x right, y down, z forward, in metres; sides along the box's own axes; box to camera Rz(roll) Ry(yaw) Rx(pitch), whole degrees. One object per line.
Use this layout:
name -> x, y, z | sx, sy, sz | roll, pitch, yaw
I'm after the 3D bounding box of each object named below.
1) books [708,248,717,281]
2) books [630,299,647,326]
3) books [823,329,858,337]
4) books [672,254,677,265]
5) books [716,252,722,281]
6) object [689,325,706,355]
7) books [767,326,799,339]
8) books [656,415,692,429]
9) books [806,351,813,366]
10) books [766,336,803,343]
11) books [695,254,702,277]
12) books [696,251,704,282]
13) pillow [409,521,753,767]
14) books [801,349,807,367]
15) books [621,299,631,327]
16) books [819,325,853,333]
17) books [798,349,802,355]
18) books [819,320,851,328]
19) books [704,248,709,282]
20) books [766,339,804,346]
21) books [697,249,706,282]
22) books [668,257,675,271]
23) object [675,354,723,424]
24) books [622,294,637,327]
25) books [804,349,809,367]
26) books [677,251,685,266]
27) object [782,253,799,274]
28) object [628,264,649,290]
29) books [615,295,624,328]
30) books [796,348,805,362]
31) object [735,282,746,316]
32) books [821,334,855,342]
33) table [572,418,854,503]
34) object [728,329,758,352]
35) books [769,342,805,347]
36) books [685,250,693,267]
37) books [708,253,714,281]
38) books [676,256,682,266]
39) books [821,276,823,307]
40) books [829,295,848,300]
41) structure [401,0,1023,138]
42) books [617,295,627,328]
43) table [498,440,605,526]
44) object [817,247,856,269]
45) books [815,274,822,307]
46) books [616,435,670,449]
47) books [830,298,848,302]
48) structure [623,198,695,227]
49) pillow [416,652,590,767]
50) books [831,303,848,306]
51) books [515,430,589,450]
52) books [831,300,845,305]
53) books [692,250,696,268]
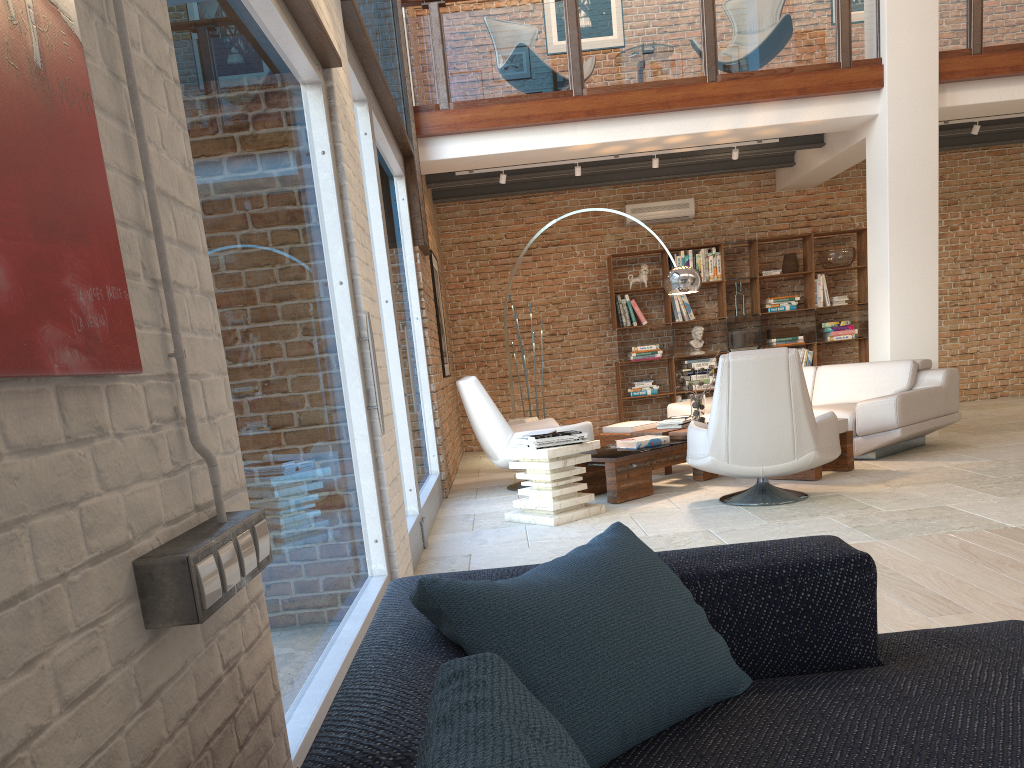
books -> 2.401, -1.419, 10.435 | 0.036, 0.393, 0.237 | -6, 9, -1
books -> 1.514, -0.862, 10.552 | 0.195, 0.327, 0.248 | -6, 8, 0
books -> 3.996, -0.619, 10.624 | 0.326, 0.057, 0.250 | -6, 2, -5
books -> 1.943, -1.358, 10.448 | 0.021, 0.368, 0.264 | -6, 8, -1
books -> 2.453, -1.397, 10.457 | 0.055, 0.338, 0.248 | -6, 8, -1
object -> 2.249, -0.532, 10.602 | 0.197, 0.359, 0.187 | -3, 10, 15
books -> 3.295, -0.620, 10.603 | 0.335, 0.122, 0.208 | -6, 4, 0
books -> 1.423, 0.327, 7.535 | 0.251, 0.076, 0.391 | -4, 2, 32
books -> 3.600, -0.238, 10.690 | 0.116, 0.342, 0.248 | -6, 8, -1
books -> 3.314, -0.543, 10.611 | 0.379, 0.037, 0.239 | -6, 2, -1
books -> 2.207, -1.371, 10.427 | 0.055, 0.338, 0.248 | -6, 8, -1
books -> 2.243, -1.389, 10.438 | 0.021, 0.368, 0.264 | -6, 8, -1
pillow -> 0.133, 0.467, 1.597 | 0.554, 0.336, 0.375 | -9, 7, -40
books -> 3.534, -0.241, 10.693 | 0.098, 0.364, 0.264 | -6, 8, -1
books -> 1.366, -0.854, 10.559 | 0.102, 0.342, 0.248 | -6, 8, -1
books -> 3.945, -0.671, 10.624 | 0.326, 0.057, 0.249 | -6, 2, 0
books -> 3.439, -0.240, 10.706 | 0.163, 0.382, 0.237 | -6, 9, -1
books -> 3.923, -0.725, 10.612 | 0.327, 0.057, 0.249 | -6, 2, 10
books -> 2.308, -1.409, 10.436 | 0.036, 0.393, 0.237 | -6, 9, -1
books -> 3.331, -0.508, 10.652 | 0.379, 0.037, 0.239 | -6, 2, -5
books -> 2.271, -1.406, 10.449 | 0.036, 0.393, 0.237 | -6, 9, -1
books -> 1.906, -1.340, 10.453 | 0.055, 0.338, 0.248 | -6, 8, -1
object -> 1.621, 0.049, 7.053 | 0.534, 0.623, 0.312 | -10, 10, -29
books -> 1.420, -0.883, 10.523 | 0.121, 0.391, 0.237 | -6, 9, -1
books -> 3.556, -0.241, 10.703 | 0.098, 0.364, 0.264 | -6, 8, -1
books -> 2.027, -1.380, 10.432 | 0.036, 0.393, 0.237 | -6, 9, -1
object -> 3.315, -1.433, 10.386 | 0.190, 0.239, 0.192 | -13, 10, -42
object -> 1.508, -1.280, 10.394 | 0.252, 0.290, 0.126 | -5, 10, 8
books -> 1.276, -0.870, 10.527 | 0.091, 0.394, 0.237 | -6, 9, -1
books -> 3.481, -0.244, 10.682 | 0.161, 0.382, 0.237 | -6, 9, -1
object -> 2.730, -1.021, 10.466 | 0.121, 0.410, 0.060 | -5, 11, 3
books -> 3.976, -0.560, 10.636 | 0.327, 0.057, 0.249 | -6, 2, 2
table -> 1.294, 0.569, 7.001 | 1.935, 0.440, 2.197 | -8, 3, -39
object -> 2.777, -0.528, 10.586 | 0.335, 0.239, 0.277 | -6, 6, 0
books -> 3.348, -0.481, 10.643 | 0.355, 0.021, 0.266 | -6, 2, -2
books -> 2.121, -1.390, 10.426 | 0.036, 0.393, 0.237 | -6, 9, -1
books -> 2.357, -1.386, 10.436 | 0.055, 0.338, 0.248 | -6, 8, -1
books -> 1.983, -1.348, 10.434 | 0.055, 0.338, 0.248 | -6, 8, -1
books -> 3.695, -1.103, 10.521 | 0.021, 0.368, 0.264 | -6, 8, -1
books -> 3.935, -1.036, 10.527 | 0.132, 0.034, 0.202 | -6, 2, -11
structure -> 4.145, -1.545, 3.843 | 10.153, 4.239, 13.559 | -6, 2, 0
books -> 1.313, -0.874, 10.535 | 0.091, 0.394, 0.237 | -6, 9, -1
table -> 0.273, 0.665, 5.970 | 0.485, 0.517, 0.492 | -12, 9, -40
object -> 3.885, -1.487, 10.427 | 0.438, 0.224, 0.426 | -3, 5, 41
books -> 3.665, -1.113, 10.509 | 0.036, 0.393, 0.237 | -6, 9, -1
books -> 1.004, 0.445, 6.700 | 0.322, 0.058, 0.253 | -7, 2, -30
books -> 3.945, -1.011, 10.536 | 0.171, 0.019, 0.231 | -6, 2, 3
structure -> 1.755, -2.048, 10.410 | 0.812, 0.225, 0.195 | -6, 7, 0
pillow -> 0.046, 0.459, 0.272 | 0.254, 0.425, 1.186 | -6, 3, -1
books -> 3.950, -0.958, 10.557 | 0.171, 0.019, 0.231 | -6, 2, 8
books -> 0.242, 0.371, 5.967 | 0.386, 0.081, 0.560 | -6, 2, -17
books -> 3.940, -0.983, 10.537 | 0.133, 0.034, 0.201 | -6, 2, 10
books -> 2.157, -1.394, 10.436 | 0.036, 0.393, 0.237 | -6, 9, -1
